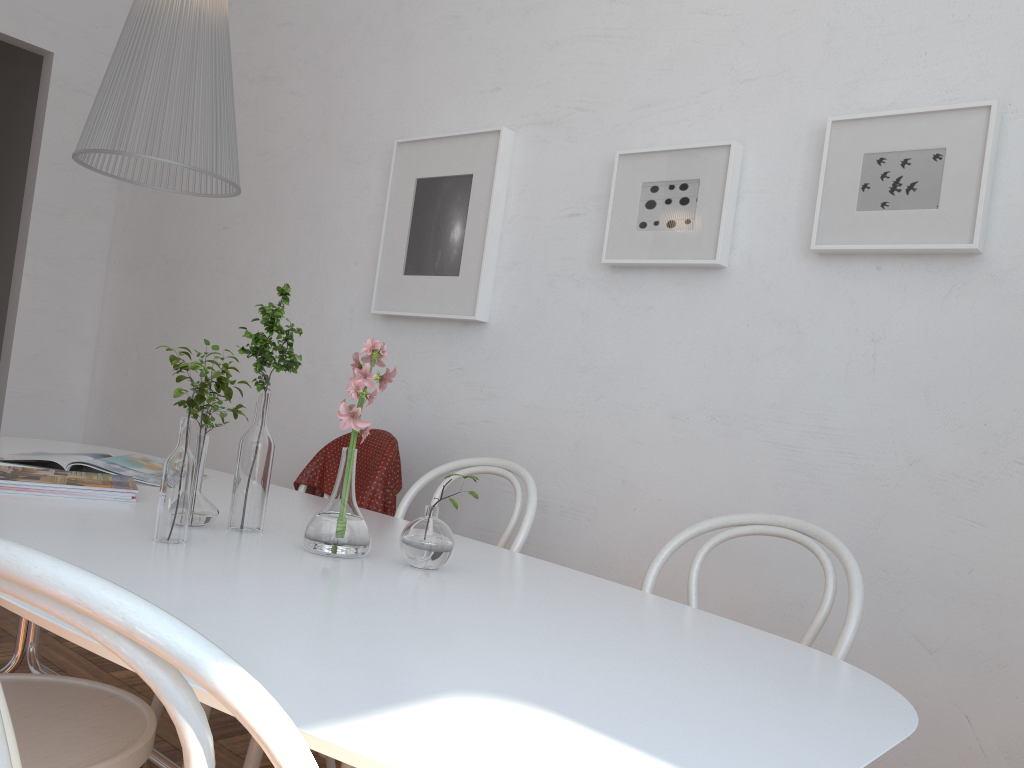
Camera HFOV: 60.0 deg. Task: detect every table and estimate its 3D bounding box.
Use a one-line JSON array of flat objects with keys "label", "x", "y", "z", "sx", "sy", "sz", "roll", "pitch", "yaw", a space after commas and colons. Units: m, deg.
[{"label": "table", "x": -0.602, "y": 0.614, "z": 1.525, "sx": 2.286, "sy": 0.770, "sz": 0.933, "roll": 7, "pitch": -1, "yaw": 40}]

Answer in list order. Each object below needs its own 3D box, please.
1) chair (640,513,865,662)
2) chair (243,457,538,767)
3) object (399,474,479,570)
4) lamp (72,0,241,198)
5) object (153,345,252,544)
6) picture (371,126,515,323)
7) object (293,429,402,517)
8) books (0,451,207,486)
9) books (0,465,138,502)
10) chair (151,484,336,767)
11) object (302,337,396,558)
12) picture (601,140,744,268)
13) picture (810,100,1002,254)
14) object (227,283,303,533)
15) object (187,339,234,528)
[{"label": "chair", "x": 0.227, "y": 0.650, "z": 1.328, "sx": 0.447, "sy": 0.917, "sz": 0.520, "roll": 7, "pitch": -1, "yaw": 45}, {"label": "chair", "x": -0.247, "y": 0.594, "z": 1.780, "sx": 0.447, "sy": 0.917, "sz": 0.520, "roll": 8, "pitch": -1, "yaw": 40}, {"label": "object", "x": -0.117, "y": 0.214, "z": 1.397, "sx": 0.112, "sy": 0.151, "sz": 0.087, "roll": 8, "pitch": -1, "yaw": -27}, {"label": "lamp", "x": -0.550, "y": -1.125, "z": 1.647, "sx": 0.293, "sy": 1.496, "sz": 0.293, "roll": 8, "pitch": 0, "yaw": -5}, {"label": "object", "x": -0.470, "y": 0.090, "z": 1.309, "sx": 0.146, "sy": 0.294, "sz": 0.098, "roll": 8, "pitch": 0, "yaw": -17}, {"label": "picture", "x": -0.207, "y": -0.448, "z": 2.530, "sx": 0.430, "sy": 0.524, "sz": 0.050, "roll": 7, "pitch": -1, "yaw": 40}, {"label": "object", "x": -0.432, "y": 0.404, "z": 2.363, "sx": 0.201, "sy": 0.579, "sz": 0.491, "roll": 8, "pitch": -1, "yaw": -35}, {"label": "books", "x": -0.922, "y": 0.175, "z": 1.975, "sx": 0.405, "sy": 0.029, "sz": 0.266, "roll": 8, "pitch": -1, "yaw": 0}, {"label": "books", "x": -0.846, "y": 0.183, "z": 1.647, "sx": 0.278, "sy": 0.022, "sz": 0.204, "roll": 8, "pitch": -1, "yaw": -24}, {"label": "chair", "x": -0.608, "y": 0.554, "z": 2.243, "sx": 0.520, "sy": 0.917, "sz": 0.447, "roll": 8, "pitch": -1, "yaw": -40}, {"label": "object", "x": -0.256, "y": 0.095, "z": 1.408, "sx": 0.108, "sy": 0.348, "sz": 0.111, "roll": 8, "pitch": 0, "yaw": 9}, {"label": "picture", "x": 0.365, "y": -0.410, "z": 2.053, "sx": 0.311, "sy": 0.273, "sz": 0.047, "roll": 7, "pitch": -1, "yaw": 40}, {"label": "picture", "x": 0.758, "y": -0.393, "z": 1.725, "sx": 0.311, "sy": 0.273, "sz": 0.047, "roll": 7, "pitch": -1, "yaw": 40}, {"label": "object", "x": -0.416, "y": 0.038, "z": 1.481, "sx": 0.110, "sy": 0.419, "sz": 0.107, "roll": 8, "pitch": 0, "yaw": 29}, {"label": "object", "x": -0.510, "y": 0.081, "z": 1.469, "sx": 0.084, "sy": 0.308, "sz": 0.084, "roll": 8, "pitch": 0, "yaw": -5}]
